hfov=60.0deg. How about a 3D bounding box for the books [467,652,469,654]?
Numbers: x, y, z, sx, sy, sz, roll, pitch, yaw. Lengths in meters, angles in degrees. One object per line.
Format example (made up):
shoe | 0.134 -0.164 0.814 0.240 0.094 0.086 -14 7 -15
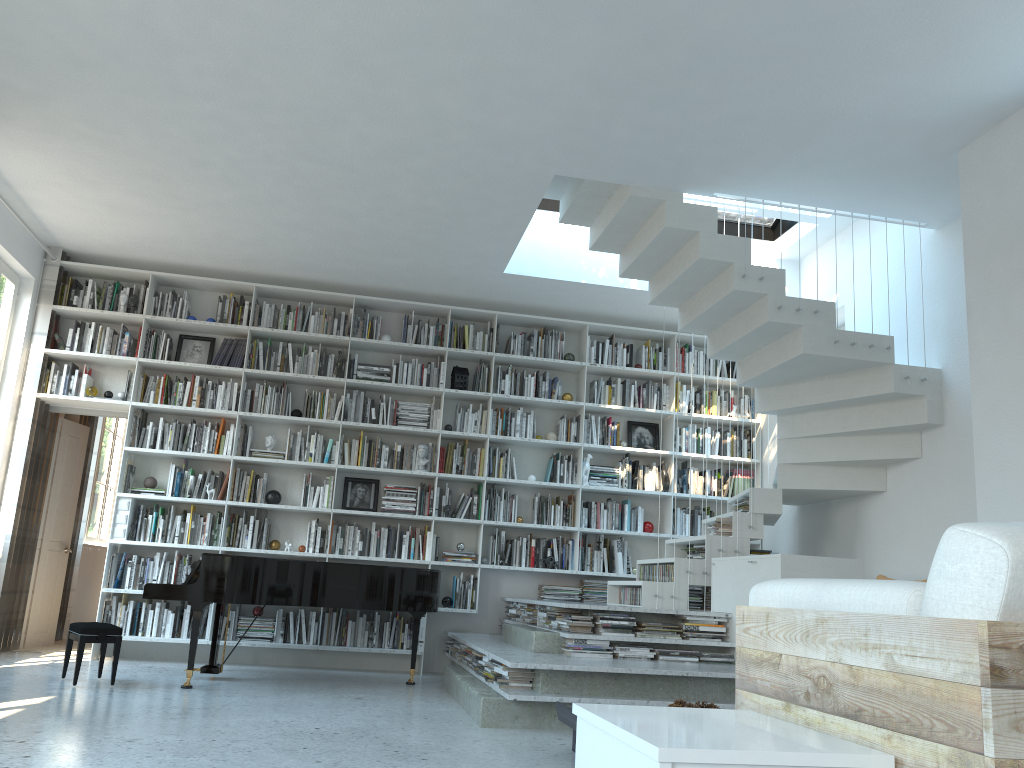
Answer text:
books | -0.257 1.959 6.466 0.140 0.013 0.181 5 -13 -7

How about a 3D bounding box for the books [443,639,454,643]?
books | -0.453 2.134 7.343 0.191 0.013 0.244 7 -14 -14

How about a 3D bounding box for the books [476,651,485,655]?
books | -0.143 1.784 5.879 0.157 0.007 0.269 6 -13 -10

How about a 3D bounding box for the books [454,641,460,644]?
books | -0.370 2.065 7.068 0.126 0.005 0.291 7 -14 -14

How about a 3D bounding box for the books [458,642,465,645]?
books | -0.282 1.897 6.474 0.193 0.005 0.225 7 -14 -14

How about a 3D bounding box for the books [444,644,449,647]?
books | -0.449 2.168 7.336 0.177 0.012 0.279 7 -14 -14

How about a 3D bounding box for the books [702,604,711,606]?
books | 1.878 1.989 7.949 0.368 0.007 0.206 4 -13 -4

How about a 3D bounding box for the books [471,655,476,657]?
books | -0.205 1.889 6.167 0.155 0.009 0.298 6 -13 -9

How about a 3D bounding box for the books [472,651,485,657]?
books | -0.158 1.792 5.874 0.170 0.014 0.281 7 -13 -13

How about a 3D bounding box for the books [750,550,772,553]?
books | 2.099 1.444 7.648 0.229 0.011 0.159 6 -13 -11

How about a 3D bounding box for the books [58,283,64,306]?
books | -3.760 -0.708 7.408 0.014 0.218 0.188 6 -13 -10

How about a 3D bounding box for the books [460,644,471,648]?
books | -0.272 1.919 6.471 0.171 0.015 0.253 7 -13 -13

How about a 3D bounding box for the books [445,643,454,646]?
books | -0.446 2.158 7.339 0.188 0.009 0.211 6 -13 -11

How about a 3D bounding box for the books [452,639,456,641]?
books | -0.418 2.123 7.352 0.133 0.017 0.231 6 -13 -9

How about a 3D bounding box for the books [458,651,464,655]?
books | -0.316 2.052 6.760 0.149 0.007 0.301 6 -13 -10

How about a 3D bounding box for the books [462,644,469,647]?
books | -0.268 1.907 6.475 0.174 0.011 0.228 6 -13 -11

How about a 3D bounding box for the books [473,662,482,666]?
books | -0.162 1.854 5.860 0.177 0.011 0.220 5 -13 -8

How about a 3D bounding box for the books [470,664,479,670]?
books | -0.172 1.870 5.855 0.189 0.009 0.291 5 -13 -7

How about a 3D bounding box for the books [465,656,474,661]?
books | -0.219 1.911 6.160 0.182 0.013 0.288 6 -13 -9

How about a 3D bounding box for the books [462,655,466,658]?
books | -0.267 1.989 6.458 0.165 0.012 0.205 6 -13 -10

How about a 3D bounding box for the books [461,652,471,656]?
books | -0.271 1.969 6.461 0.159 0.011 0.246 7 -14 -14

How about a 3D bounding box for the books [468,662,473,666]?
books | -0.219 1.948 6.152 0.161 0.008 0.254 5 -13 -5

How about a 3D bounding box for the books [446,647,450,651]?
books | -0.449 2.193 7.331 0.179 0.012 0.262 5 -13 -7

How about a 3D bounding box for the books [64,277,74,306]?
books | -3.699 -0.733 7.428 0.014 0.285 0.175 6 -13 -10

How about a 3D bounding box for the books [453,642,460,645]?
books | -0.380 2.071 7.065 0.160 0.009 0.292 5 -13 -8

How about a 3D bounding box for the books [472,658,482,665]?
books | -0.159 1.836 5.865 0.160 0.025 0.244 7 -14 -14

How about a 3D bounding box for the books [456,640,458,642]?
books | -0.364 2.056 7.071 0.135 0.014 0.298 6 -13 -9

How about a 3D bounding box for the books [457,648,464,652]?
books | -0.332 2.025 6.762 0.171 0.020 0.194 5 -13 -6

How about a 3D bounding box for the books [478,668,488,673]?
books | -0.105 1.798 5.564 0.180 0.008 0.268 6 -13 -11

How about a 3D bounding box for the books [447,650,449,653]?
books | -0.440 2.215 7.328 0.171 0.015 0.242 6 -13 -10

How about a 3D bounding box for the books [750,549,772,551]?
books | 2.100 1.434 7.646 0.231 0.006 0.152 5 -13 -5

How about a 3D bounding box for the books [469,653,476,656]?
books | -0.209 1.880 6.169 0.169 0.009 0.242 6 -13 -10

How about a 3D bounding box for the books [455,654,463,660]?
books | -0.338 2.080 6.750 0.177 0.026 0.231 5 -13 -7

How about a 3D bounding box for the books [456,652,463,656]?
books | -0.330 2.061 6.755 0.172 0.014 0.221 6 -13 -9

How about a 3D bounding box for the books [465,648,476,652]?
books | -0.218 1.855 6.172 0.179 0.012 0.250 7 -13 -13

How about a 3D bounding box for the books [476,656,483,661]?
books | -0.146 1.817 5.871 0.142 0.017 0.240 7 -14 -14

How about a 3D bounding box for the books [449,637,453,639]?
books | -0.431 2.106 7.353 0.158 0.014 0.235 6 -13 -12

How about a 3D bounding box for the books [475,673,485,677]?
books | -0.119 1.825 5.556 0.193 0.005 0.225 7 -14 -14

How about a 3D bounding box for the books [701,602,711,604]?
books | 1.878 1.975 7.958 0.327 0.008 0.208 4 -13 -2

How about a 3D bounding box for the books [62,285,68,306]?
books | -3.721 -0.703 7.427 0.023 0.222 0.151 6 -13 -10

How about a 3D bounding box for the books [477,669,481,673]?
books | -0.153 1.889 5.855 0.142 0.012 0.292 5 -13 -6

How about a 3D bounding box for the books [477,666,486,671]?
books | -0.111 1.788 5.565 0.189 0.013 0.215 6 -13 -12

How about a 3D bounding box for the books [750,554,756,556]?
books | 2.096 1.481 7.642 0.235 0.014 0.156 6 -13 -9

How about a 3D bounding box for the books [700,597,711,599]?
books | 1.881 1.931 7.968 0.368 0.007 0.206 4 -13 -2

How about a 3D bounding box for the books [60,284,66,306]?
books | -3.745 -0.705 7.433 0.024 0.227 0.130 6 -13 -10

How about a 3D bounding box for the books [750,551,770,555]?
books | 2.095 1.464 7.658 0.232 0.025 0.123 7 -13 -13

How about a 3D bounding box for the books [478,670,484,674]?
books | -0.102 1.814 5.561 0.171 0.005 0.298 6 -13 -11

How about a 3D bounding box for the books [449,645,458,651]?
books | -0.399 2.105 7.054 0.191 0.028 0.213 5 -13 -6

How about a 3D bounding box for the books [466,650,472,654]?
books | -0.216 1.868 6.170 0.165 0.014 0.236 7 -14 -14

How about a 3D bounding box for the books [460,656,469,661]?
books | -0.272 2.000 6.454 0.159 0.012 0.293 7 -13 -13

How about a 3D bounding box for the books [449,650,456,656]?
books | -0.394 2.145 7.046 0.189 0.030 0.238 6 -13 -10

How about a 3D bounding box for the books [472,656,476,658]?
books | -0.197 1.900 6.167 0.140 0.013 0.181 6 -13 -9

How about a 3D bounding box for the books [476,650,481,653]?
books | -0.147 1.776 5.880 0.160 0.008 0.239 6 -13 -9

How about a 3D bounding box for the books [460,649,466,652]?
books | -0.274 1.946 6.465 0.169 0.009 0.242 7 -14 -14

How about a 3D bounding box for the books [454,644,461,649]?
books | -0.334 2.008 6.765 0.180 0.015 0.295 6 -13 -12

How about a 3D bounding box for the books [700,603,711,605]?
books | 1.878 1.982 7.954 0.328 0.008 0.208 5 -13 -7

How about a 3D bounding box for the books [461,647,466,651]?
books | -0.280 1.934 6.467 0.182 0.016 0.199 5 -13 -5

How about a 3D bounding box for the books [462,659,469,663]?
books | -0.269 2.020 6.450 0.157 0.014 0.180 7 -13 -13
